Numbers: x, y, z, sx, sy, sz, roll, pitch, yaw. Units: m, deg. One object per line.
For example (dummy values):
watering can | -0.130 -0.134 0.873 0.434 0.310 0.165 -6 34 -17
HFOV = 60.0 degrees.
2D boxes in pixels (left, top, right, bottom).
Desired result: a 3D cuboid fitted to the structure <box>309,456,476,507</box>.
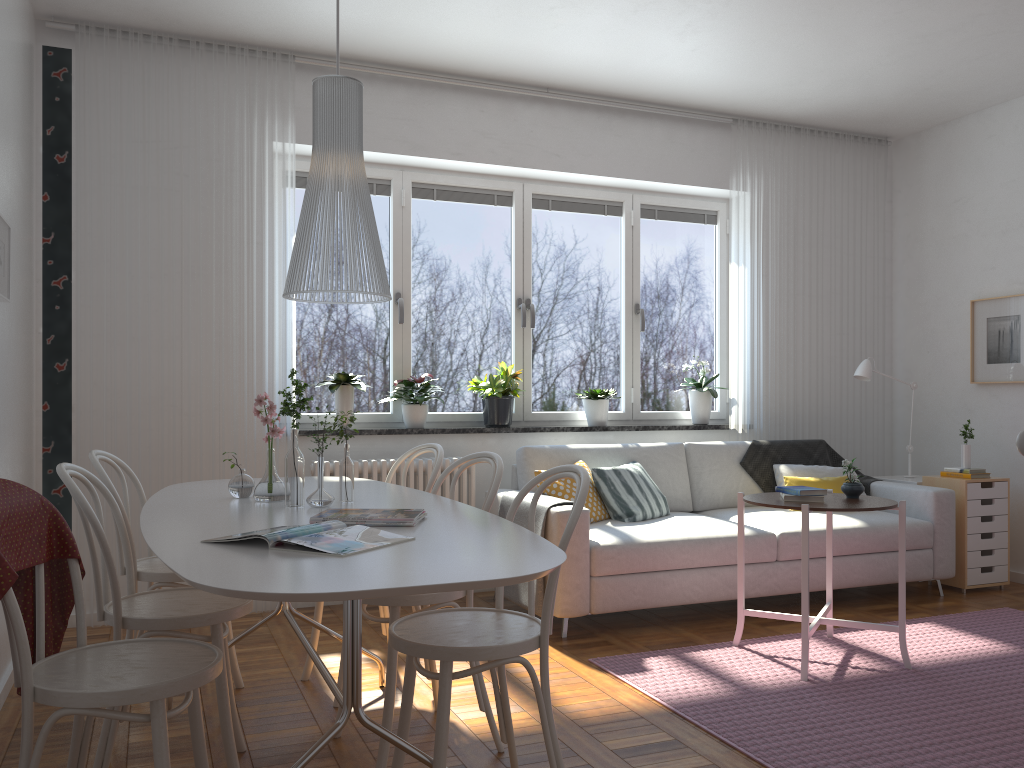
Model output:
structure | -1.022 1.137 7.614 1.555 0.998 0.358 0 0 -22

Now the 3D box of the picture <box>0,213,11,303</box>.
picture | -2.792 -0.685 4.802 0.075 0.437 0.498 0 -1 -22

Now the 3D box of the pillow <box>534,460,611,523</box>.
pillow | 0.534 0.918 7.468 0.500 0.508 0.743 0 -1 36

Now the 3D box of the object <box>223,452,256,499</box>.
object | -1.443 0.478 4.671 0.180 0.242 0.140 0 0 1

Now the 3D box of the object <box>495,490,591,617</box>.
object | 0.215 1.309 7.032 0.461 0.853 0.973 0 -1 -22

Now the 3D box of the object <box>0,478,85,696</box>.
object | -1.765 0.789 3.090 0.321 0.927 0.786 0 0 -7

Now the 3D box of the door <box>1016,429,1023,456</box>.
door | 0.453 0.007 0.707 0.075 3.520 0.713 0 0 28

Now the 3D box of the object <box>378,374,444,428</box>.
object | -0.880 0.152 8.032 0.593 0.494 0.608 -1 -1 43

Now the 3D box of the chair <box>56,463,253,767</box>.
chair | -1.624 1.086 4.070 0.832 1.468 0.716 0 0 -22

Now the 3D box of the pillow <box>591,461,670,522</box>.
pillow | 1.039 0.918 7.646 0.495 0.462 0.751 0 -1 39

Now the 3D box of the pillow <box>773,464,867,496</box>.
pillow | 2.948 0.978 8.438 0.851 0.415 0.481 0 -1 -8

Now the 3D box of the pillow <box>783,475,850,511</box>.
pillow | 2.821 0.999 8.126 0.642 0.311 0.337 0 -1 -5

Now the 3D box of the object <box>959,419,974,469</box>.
object | 4.242 0.557 8.264 0.130 0.459 0.137 0 0 -16

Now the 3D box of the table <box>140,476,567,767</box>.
table | -0.940 1.206 4.167 1.490 1.231 3.663 0 -1 -22

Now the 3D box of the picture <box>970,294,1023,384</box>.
picture | 4.774 -0.428 8.611 0.080 0.838 0.689 0 0 -22

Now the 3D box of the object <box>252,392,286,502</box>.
object | -1.232 0.318 4.540 0.173 0.558 0.177 0 0 37

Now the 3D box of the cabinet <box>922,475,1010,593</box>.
cabinet | 4.242 1.385 8.296 0.558 1.029 0.482 0 0 -22

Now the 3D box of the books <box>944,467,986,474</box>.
books | 4.234 0.806 8.287 0.218 0.038 0.280 0 -1 -22

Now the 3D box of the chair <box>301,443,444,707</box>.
chair | 1.207 0.798 7.006 5.911 2.147 0.716 1 0 -37

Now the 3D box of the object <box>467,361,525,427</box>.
object | -0.147 0.095 8.281 0.533 0.615 0.479 0 0 -7

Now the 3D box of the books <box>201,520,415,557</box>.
books | -0.743 0.551 3.249 0.648 0.047 0.425 -1 -1 28

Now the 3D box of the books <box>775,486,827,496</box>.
books | 1.951 0.719 5.982 0.217 0.039 0.279 0 -1 -17

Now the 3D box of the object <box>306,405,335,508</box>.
object | -0.920 0.346 4.263 0.134 0.493 0.134 0 0 23

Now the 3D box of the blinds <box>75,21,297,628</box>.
blinds | -2.556 -0.442 7.064 1.660 4.618 0.089 0 0 -22

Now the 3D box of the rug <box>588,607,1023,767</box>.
rug | 3.042 1.834 4.938 3.932 0.013 3.785 0 -1 -22

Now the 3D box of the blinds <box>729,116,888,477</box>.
blinds | 3.179 -0.401 9.392 2.068 4.618 0.088 0 0 -22

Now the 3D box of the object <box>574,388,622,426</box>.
object | 0.841 0.221 8.716 0.427 0.379 0.453 0 -1 -40

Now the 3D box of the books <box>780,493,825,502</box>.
books | 1.967 0.760 6.017 0.260 0.042 0.334 0 -1 13

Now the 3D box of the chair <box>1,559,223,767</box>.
chair | -1.459 1.070 3.143 0.832 1.468 0.716 0 0 -12

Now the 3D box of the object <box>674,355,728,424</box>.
object | 1.922 0.065 9.247 0.458 0.710 0.544 0 0 -34

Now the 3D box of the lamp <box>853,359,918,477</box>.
lamp | 1.707 0.788 6.312 0.531 2.154 7.347 0 -1 38

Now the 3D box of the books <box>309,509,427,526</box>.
books | -0.605 0.566 3.770 0.445 0.035 0.327 0 -1 4

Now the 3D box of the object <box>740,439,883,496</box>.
object | 3.007 1.068 8.723 1.083 1.036 1.565 0 -1 38

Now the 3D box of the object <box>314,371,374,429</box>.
object | -1.438 0.140 7.712 0.467 0.505 0.566 0 -1 -31

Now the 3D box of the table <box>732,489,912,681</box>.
table | 2.072 1.308 5.996 0.988 1.100 0.988 0 0 -24

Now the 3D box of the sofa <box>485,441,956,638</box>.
sofa | 1.853 1.217 7.857 3.939 1.348 1.606 0 -1 -22

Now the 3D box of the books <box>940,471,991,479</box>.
books | 4.242 0.848 8.293 0.262 0.046 0.337 0 -1 -22

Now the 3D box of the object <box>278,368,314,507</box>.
object | -1.053 0.257 4.312 0.171 0.671 0.177 0 0 -33

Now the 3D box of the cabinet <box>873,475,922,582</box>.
cabinet | 4.069 1.430 8.943 0.640 0.960 0.640 0 0 -22

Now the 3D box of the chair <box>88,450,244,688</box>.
chair | -1.959 1.104 5.069 0.832 1.468 0.716 0 0 -17

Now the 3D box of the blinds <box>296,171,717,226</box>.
blinds | 0.094 -1.793 8.680 4.551 0.156 0.024 0 0 -22

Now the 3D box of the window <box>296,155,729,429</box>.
window | 0.115 -0.799 8.628 4.832 2.416 0.242 0 0 -22

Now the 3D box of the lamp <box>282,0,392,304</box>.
lamp | -0.759 -1.570 3.864 0.468 2.394 0.468 0 0 23

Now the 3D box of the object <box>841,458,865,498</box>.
object | 2.335 0.643 6.088 0.174 0.279 0.154 0 0 -43

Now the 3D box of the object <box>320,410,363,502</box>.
object | -0.858 0.362 4.520 0.234 0.470 0.157 0 0 11
